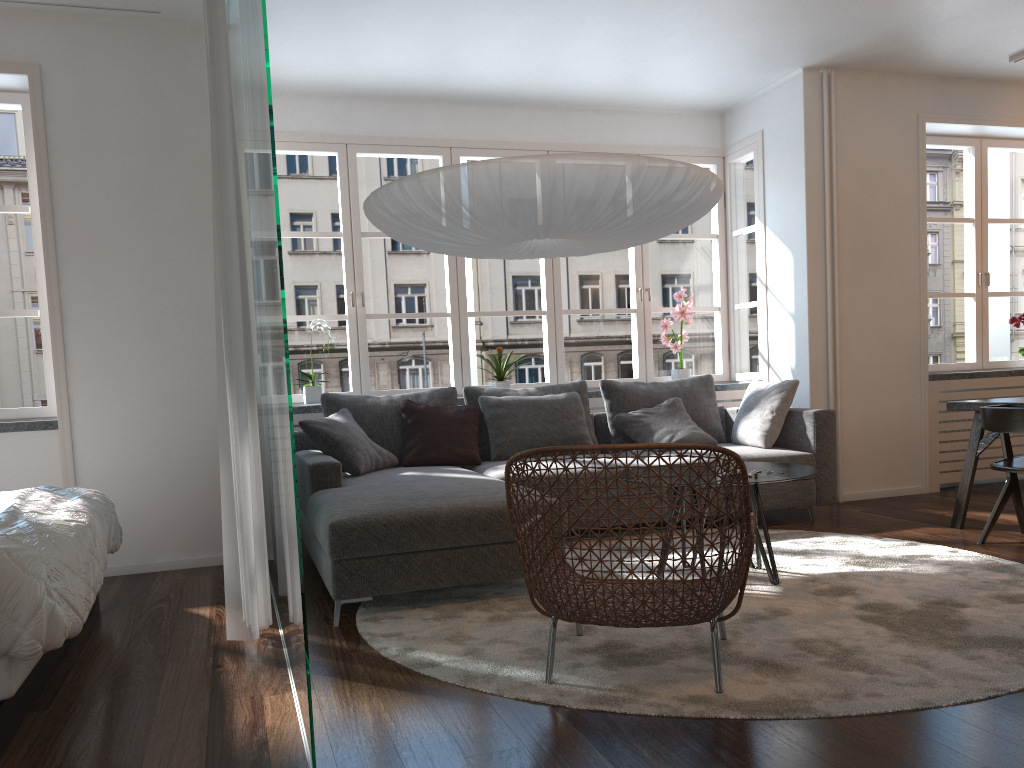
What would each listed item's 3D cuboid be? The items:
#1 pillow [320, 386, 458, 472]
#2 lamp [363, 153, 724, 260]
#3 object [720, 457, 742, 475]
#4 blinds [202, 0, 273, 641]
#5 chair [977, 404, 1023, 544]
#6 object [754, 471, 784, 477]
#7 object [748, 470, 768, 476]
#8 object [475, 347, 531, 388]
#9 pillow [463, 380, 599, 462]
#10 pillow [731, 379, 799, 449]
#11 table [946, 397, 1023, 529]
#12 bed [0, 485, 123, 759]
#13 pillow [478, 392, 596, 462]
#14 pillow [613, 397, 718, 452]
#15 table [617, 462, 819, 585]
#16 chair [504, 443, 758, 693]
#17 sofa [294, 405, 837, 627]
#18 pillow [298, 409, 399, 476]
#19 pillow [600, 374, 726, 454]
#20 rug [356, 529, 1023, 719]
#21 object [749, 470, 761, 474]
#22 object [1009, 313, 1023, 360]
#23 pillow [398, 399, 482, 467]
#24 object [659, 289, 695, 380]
[{"bbox_3d":[-0.701,0.271,5.257,0.835,0.480,0.274,-3,3,-17],"label":"pillow"},{"bbox_3d":[0.129,-0.670,3.685,1.471,0.211,1.464,-3,0,19],"label":"lamp"},{"bbox_3d":[0.905,0.338,3.628,0.091,0.069,0.138,-3,1,-6],"label":"object"},{"bbox_3d":[-1.203,-0.475,3.790,0.153,2.748,1.802,-4,3,-16],"label":"blinds"},{"bbox_3d":[2.519,0.434,4.169,0.519,0.674,0.592,-4,3,-19],"label":"chair"},{"bbox_3d":[1.039,0.359,3.567,0.167,0.015,0.015,-3,2,-30],"label":"object"},{"bbox_3d":[1.010,0.360,3.597,0.163,0.016,0.025,-3,1,-43],"label":"object"},{"bbox_3d":[-0.046,-0.088,5.926,0.375,0.330,0.322,-4,3,-43],"label":"object"},{"bbox_3d":[0.124,0.230,5.528,0.838,0.477,0.276,-3,3,-17],"label":"pillow"},{"bbox_3d":[1.524,0.184,5.478,0.286,0.416,0.493,-4,2,-19],"label":"pillow"},{"bbox_3d":[3.252,0.395,3.766,1.105,0.682,2.496,-3,0,-18],"label":"table"},{"bbox_3d":[-2.598,0.634,2.750,2.438,0.766,2.162,-3,1,-18],"label":"bed"},{"bbox_3d":[0.155,0.255,5.390,0.666,0.399,0.291,-3,3,-18],"label":"pillow"},{"bbox_3d":[0.958,0.252,5.532,0.491,0.322,0.444,-4,2,-36],"label":"pillow"},{"bbox_3d":[0.875,0.611,3.794,0.846,0.474,0.845,-3,1,-15],"label":"table"},{"bbox_3d":[0.373,0.507,2.671,0.718,0.713,0.682,-2,2,15],"label":"chair"},{"bbox_3d":[0.454,0.532,4.735,3.063,0.674,2.036,-3,1,-18],"label":"sofa"},{"bbox_3d":[-0.895,0.318,4.884,0.347,0.361,0.513,-2,2,22],"label":"pillow"},{"bbox_3d":[0.997,0.190,5.792,0.835,0.479,0.274,-3,3,-17],"label":"pillow"},{"bbox_3d":[0.792,0.847,3.681,2.829,0.012,2.837,-3,0,-38],"label":"rug"},{"bbox_3d":[1.001,0.363,3.654,0.026,0.010,0.123,-2,0,39],"label":"object"},{"bbox_3d":[3.761,-0.328,6.371,0.404,0.439,0.229,-5,4,-41],"label":"object"},{"bbox_3d":[-0.410,0.281,5.187,0.520,0.405,0.310,-3,3,-16],"label":"pillow"},{"bbox_3d":[1.189,-0.328,6.316,0.200,0.694,0.297,-6,5,-39],"label":"object"}]
